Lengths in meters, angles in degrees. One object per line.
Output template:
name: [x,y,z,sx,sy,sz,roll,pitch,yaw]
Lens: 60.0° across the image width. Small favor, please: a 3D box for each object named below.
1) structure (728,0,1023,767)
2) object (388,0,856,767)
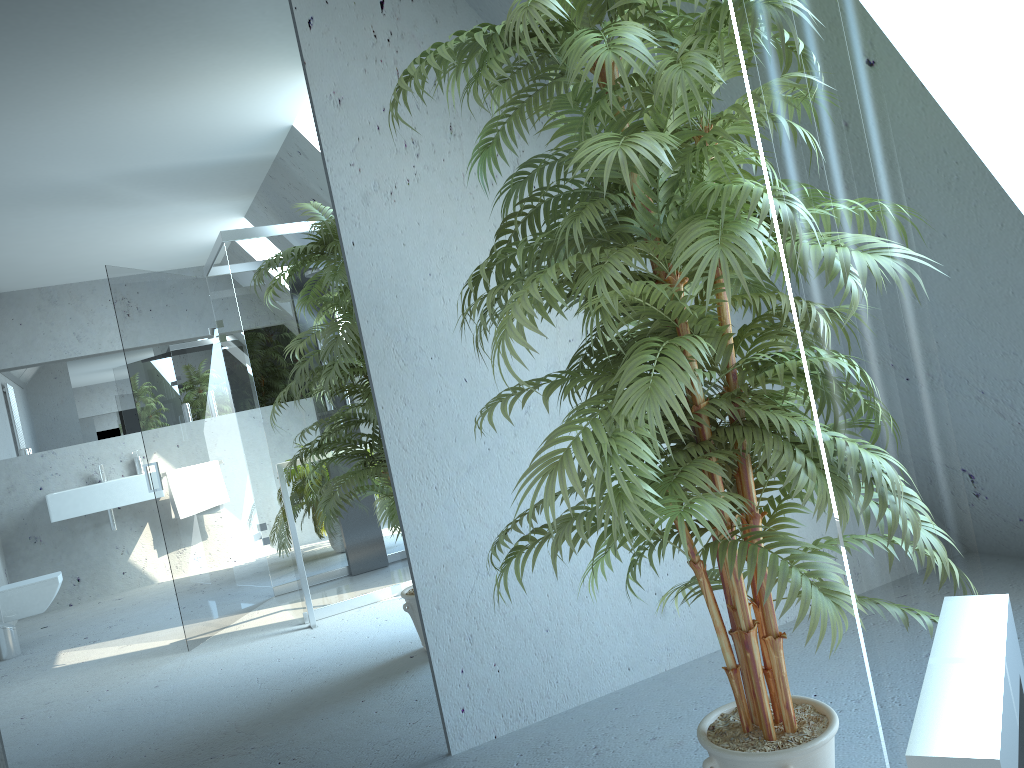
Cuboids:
structure: [0.950,-0.191,0.324,1.835,2.114,1.184,-12,1,-24]
object: [0.377,-0.049,1.817,0.980,2.034,1.020,-12,1,24]
